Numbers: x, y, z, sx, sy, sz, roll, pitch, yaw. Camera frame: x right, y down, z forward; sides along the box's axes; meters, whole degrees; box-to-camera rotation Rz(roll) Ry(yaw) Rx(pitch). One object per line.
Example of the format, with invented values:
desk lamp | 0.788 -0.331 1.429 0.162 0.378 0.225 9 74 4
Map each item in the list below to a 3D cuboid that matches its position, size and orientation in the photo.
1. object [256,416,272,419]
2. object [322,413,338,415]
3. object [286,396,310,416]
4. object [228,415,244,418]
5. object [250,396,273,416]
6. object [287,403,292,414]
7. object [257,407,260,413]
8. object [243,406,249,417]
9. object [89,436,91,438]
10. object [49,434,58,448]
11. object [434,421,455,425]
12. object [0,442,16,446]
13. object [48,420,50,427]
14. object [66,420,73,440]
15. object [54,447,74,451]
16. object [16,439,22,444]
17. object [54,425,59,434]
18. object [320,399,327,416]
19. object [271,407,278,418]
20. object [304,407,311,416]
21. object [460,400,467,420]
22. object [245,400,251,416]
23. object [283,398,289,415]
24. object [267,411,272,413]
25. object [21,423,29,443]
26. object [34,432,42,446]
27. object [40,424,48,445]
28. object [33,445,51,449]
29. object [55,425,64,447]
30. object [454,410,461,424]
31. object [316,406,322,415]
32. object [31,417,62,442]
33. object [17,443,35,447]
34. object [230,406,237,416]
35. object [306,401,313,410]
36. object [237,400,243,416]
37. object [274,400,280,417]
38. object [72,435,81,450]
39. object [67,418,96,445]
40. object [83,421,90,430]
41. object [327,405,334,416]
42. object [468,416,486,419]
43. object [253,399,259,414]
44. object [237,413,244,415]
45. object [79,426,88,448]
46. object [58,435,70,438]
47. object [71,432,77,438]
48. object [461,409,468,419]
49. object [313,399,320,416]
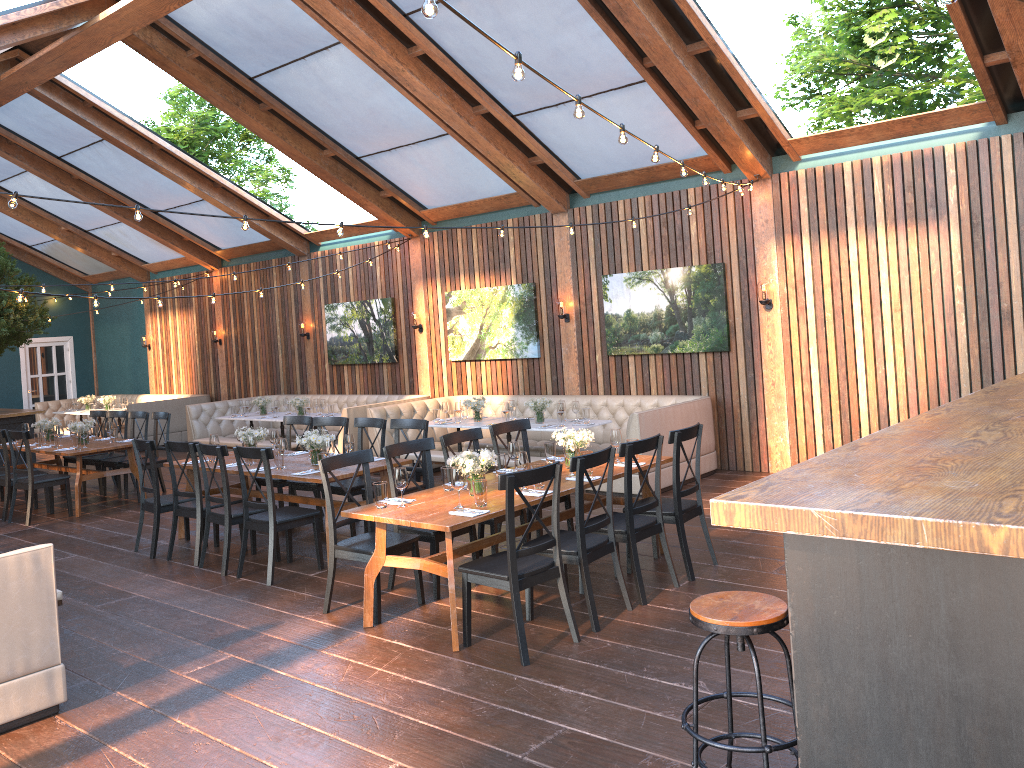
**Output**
object | -3.645 0.494 13.117 0.157 0.019 0.256 -1 5 41
object | -2.690 0.439 12.976 0.157 0.019 0.256 -1 5 41
object | -3.121 0.321 13.004 0.337 0.309 0.329 -5 3 -33
object | -4.225 0.498 13.628 0.157 0.019 0.256 -1 5 41
object | -3.848 0.327 13.629 0.337 0.309 0.328 -6 3 -37
object | -3.414 0.380 13.531 0.091 0.158 0.092 -3 1 27
object | -4.020 0.385 14.053 0.091 0.158 0.092 -3 1 27
object | -4.077 0.423 13.561 0.091 0.158 0.092 -3 1 27
object | -5.457 0.688 11.301 0.157 0.019 0.256 -1 5 41
object | -5.379 0.671 10.393 0.092 0.158 0.092 -4 1 -23
object | -0.798 0.468 10.680 0.157 0.019 0.256 -1 5 41
object | -6.373 0.752 11.218 0.157 0.019 0.256 -1 5 41
object | -6.098 0.593 11.619 0.092 0.244 0.092 -4 1 21
object | -5.620 0.587 11.255 0.092 0.244 0.092 -3 1 38
object | -5.085 0.740 10.115 0.157 0.019 0.256 -1 5 41
object | -6.203 0.676 11.135 0.092 0.158 0.091 -5 1 -33
object | -6.053 0.623 11.763 0.092 0.158 0.092 -4 1 -23
object | -2.716 0.344 12.745 0.092 0.244 0.092 -4 1 -1
object | -3.497 0.419 13.051 0.091 0.158 0.092 -3 1 27
object | -2.893 0.413 12.534 0.091 0.158 0.092 -3 1 27
object | -0.604 0.320 10.997 0.092 0.244 0.092 -4 1 -1
object | -4.072 0.372 13.670 0.092 0.244 0.092 -4 1 -1
object | -3.425 0.345 13.422 0.092 0.244 0.092 -4 1 -1
object | -3.863 0.449 13.987 0.157 0.019 0.256 -1 5 41
object | -6.196 0.624 11.269 0.092 0.244 0.092 -4 1 -1
object | -5.756 0.672 10.751 0.092 0.158 0.091 -5 1 -43
object | -5.753 0.621 10.876 0.092 0.244 0.092 -3 1 38
object | -5.525 0.744 10.496 0.157 0.019 0.256 -1 5 41
object | -5.383 0.619 10.537 0.092 0.244 0.092 -3 1 44
object | -0.651 0.393 10.614 0.091 0.158 0.092 -3 1 27
object | -2.847 0.375 13.042 0.091 0.158 0.092 -3 1 27
object | -5.905 0.572 11.262 0.328 0.309 0.337 -2 3 36
object | -5.904 0.746 10.838 0.157 0.019 0.256 -1 5 41
object | -4.353 0.422 13.845 0.091 0.158 0.092 -3 1 27
object | -2.888 0.362 12.643 0.092 0.244 0.092 -3 1 44
object | -4.247 0.373 13.837 0.092 0.244 0.092 -4 1 -1
object | -3.492 0.368 13.160 0.092 0.244 0.092 -4 1 -1
object | -4.928 0.666 10.023 0.092 0.158 0.092 -4 1 -13
object | -5.130 0.567 10.556 0.329 0.309 0.336 -4 2 -12
object | -5.240 0.584 10.886 0.092 0.244 0.092 -4 1 -7
object | -2.604 0.380 12.737 0.092 0.158 0.092 -4 1 -13
object | -0.437 0.419 11.040 0.157 0.019 0.256 -1 5 41
object | -4.031 0.351 13.944 0.092 0.244 0.092 -4 1 -1
object | -4.282 0.477 13.998 0.254 0.019 0.158 0 5 41
object | -4.920 0.612 10.170 0.092 0.244 0.092 -3 1 44
object | -5.904 0.689 11.672 0.157 0.019 0.256 -1 5 41
object | -5.627 0.618 11.358 0.092 0.158 0.092 -4 1 -23
object | -0.594 0.355 11.106 0.091 0.158 0.092 -3 1 27
object | -2.857 0.340 12.933 0.092 0.244 0.092 -4 1 -1
